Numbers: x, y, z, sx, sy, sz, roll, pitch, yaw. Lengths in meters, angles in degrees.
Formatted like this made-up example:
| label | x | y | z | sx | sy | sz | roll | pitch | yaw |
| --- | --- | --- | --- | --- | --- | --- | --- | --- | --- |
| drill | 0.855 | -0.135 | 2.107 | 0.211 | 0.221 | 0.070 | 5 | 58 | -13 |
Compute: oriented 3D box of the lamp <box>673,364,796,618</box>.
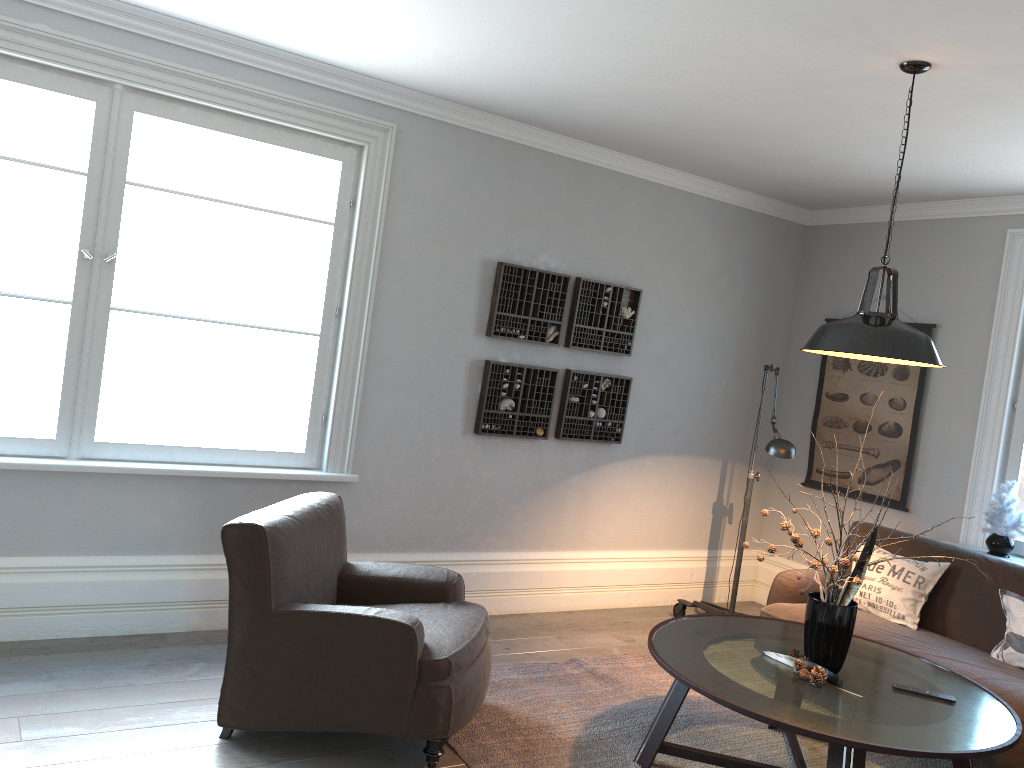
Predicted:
| label | x | y | z | sx | sy | sz | roll | pitch | yaw |
| --- | --- | --- | --- | --- | --- | --- | --- | --- | --- |
| lamp | 1.477 | 0.710 | 5.224 | 0.797 | 1.644 | 1.864 | 8 | 2 | 5 |

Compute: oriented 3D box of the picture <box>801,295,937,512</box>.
| label | x | y | z | sx | sy | sz | roll | pitch | yaw |
| --- | --- | --- | --- | --- | --- | --- | --- | --- | --- |
| picture | 2.253 | 0.078 | 5.622 | 0.057 | 1.313 | 0.793 | 7 | 2 | -33 |

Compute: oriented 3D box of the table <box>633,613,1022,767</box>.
| label | x | y | z | sx | sy | sz | roll | pitch | yaw |
| --- | --- | --- | --- | --- | --- | --- | --- | --- | --- |
| table | 1.124 | 1.316 | 3.313 | 1.299 | 0.503 | 1.300 | 6 | 3 | -40 |

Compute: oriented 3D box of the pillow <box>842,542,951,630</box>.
| label | x | y | z | sx | sy | sz | roll | pitch | yaw |
| --- | --- | --- | --- | --- | --- | --- | --- | --- | --- |
| pillow | 1.942 | 1.035 | 4.577 | 0.240 | 0.368 | 0.519 | 7 | 2 | -32 |

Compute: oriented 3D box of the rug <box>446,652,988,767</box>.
| label | x | y | z | sx | sy | sz | roll | pitch | yaw |
| --- | --- | --- | --- | --- | --- | --- | --- | --- | --- |
| rug | 1.144 | 1.516 | 3.314 | 2.399 | 0.090 | 2.820 | 6 | 3 | -32 |

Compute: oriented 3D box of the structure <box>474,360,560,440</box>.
| label | x | y | z | sx | sy | sz | roll | pitch | yaw |
| --- | --- | --- | --- | --- | --- | --- | --- | --- | --- |
| structure | 0.032 | 0.095 | 5.008 | 0.467 | 0.416 | 0.086 | 6 | 2 | -32 |

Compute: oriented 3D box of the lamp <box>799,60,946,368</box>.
| label | x | y | z | sx | sy | sz | roll | pitch | yaw |
| --- | --- | --- | --- | --- | --- | --- | --- | --- | --- |
| lamp | 1.392 | -0.625 | 3.245 | 0.504 | 1.075 | 0.504 | 8 | 2 | 15 |

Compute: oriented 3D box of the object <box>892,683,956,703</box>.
| label | x | y | z | sx | sy | sz | roll | pitch | yaw |
| --- | --- | --- | --- | --- | --- | --- | --- | --- | --- |
| object | 1.486 | 1.114 | 3.201 | 0.207 | 0.011 | 0.051 | 9 | 2 | 17 |

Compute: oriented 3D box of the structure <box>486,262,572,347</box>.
| label | x | y | z | sx | sy | sz | roll | pitch | yaw |
| --- | --- | --- | --- | --- | --- | --- | --- | --- | --- |
| structure | 0.093 | -0.444 | 4.999 | 0.467 | 0.416 | 0.099 | 6 | 2 | -32 |

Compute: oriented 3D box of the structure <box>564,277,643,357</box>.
| label | x | y | z | sx | sy | sz | roll | pitch | yaw |
| --- | --- | --- | --- | --- | --- | --- | --- | --- | --- |
| structure | 0.555 | -0.393 | 5.267 | 0.468 | 0.416 | 0.105 | 6 | 2 | -33 |

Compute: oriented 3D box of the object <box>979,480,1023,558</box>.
| label | x | y | z | sx | sy | sz | roll | pitch | yaw |
| --- | --- | --- | --- | --- | --- | --- | --- | --- | --- |
| object | 2.652 | 0.712 | 4.785 | 0.247 | 0.423 | 0.263 | 8 | 2 | 3 |

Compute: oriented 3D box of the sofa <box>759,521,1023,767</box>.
| label | x | y | z | sx | sy | sz | roll | pitch | yaw |
| --- | --- | --- | --- | --- | --- | --- | --- | --- | --- |
| sofa | 2.182 | 1.261 | 3.962 | 0.968 | 0.824 | 2.166 | 6 | 3 | -33 |

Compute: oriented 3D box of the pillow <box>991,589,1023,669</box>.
| label | x | y | z | sx | sy | sz | roll | pitch | yaw |
| --- | --- | --- | --- | --- | --- | --- | --- | --- | --- |
| pillow | 2.334 | 1.129 | 3.875 | 0.159 | 0.347 | 0.473 | 6 | 3 | -35 |

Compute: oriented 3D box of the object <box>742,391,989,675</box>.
| label | x | y | z | sx | sy | sz | roll | pitch | yaw |
| --- | --- | --- | --- | --- | --- | --- | --- | --- | --- |
| object | 1.232 | 0.548 | 3.164 | 0.853 | 1.066 | 0.525 | 9 | 2 | 28 |

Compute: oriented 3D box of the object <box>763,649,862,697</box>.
| label | x | y | z | sx | sy | sz | roll | pitch | yaw |
| --- | --- | --- | --- | --- | --- | --- | --- | --- | --- |
| object | 1.094 | 1.036 | 3.242 | 0.153 | 0.067 | 0.404 | 7 | 2 | -15 |

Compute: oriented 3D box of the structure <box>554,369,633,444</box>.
| label | x | y | z | sx | sy | sz | roll | pitch | yaw |
| --- | --- | --- | --- | --- | --- | --- | --- | --- | --- |
| structure | 0.494 | 0.139 | 5.303 | 0.467 | 0.416 | 0.086 | 6 | 2 | -32 |

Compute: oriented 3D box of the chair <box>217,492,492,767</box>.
| label | x | y | z | sx | sy | sz | roll | pitch | yaw |
| --- | --- | --- | --- | --- | --- | --- | --- | --- | --- |
| chair | -0.551 | 0.922 | 3.458 | 0.970 | 0.795 | 0.807 | 8 | 2 | 9 |
